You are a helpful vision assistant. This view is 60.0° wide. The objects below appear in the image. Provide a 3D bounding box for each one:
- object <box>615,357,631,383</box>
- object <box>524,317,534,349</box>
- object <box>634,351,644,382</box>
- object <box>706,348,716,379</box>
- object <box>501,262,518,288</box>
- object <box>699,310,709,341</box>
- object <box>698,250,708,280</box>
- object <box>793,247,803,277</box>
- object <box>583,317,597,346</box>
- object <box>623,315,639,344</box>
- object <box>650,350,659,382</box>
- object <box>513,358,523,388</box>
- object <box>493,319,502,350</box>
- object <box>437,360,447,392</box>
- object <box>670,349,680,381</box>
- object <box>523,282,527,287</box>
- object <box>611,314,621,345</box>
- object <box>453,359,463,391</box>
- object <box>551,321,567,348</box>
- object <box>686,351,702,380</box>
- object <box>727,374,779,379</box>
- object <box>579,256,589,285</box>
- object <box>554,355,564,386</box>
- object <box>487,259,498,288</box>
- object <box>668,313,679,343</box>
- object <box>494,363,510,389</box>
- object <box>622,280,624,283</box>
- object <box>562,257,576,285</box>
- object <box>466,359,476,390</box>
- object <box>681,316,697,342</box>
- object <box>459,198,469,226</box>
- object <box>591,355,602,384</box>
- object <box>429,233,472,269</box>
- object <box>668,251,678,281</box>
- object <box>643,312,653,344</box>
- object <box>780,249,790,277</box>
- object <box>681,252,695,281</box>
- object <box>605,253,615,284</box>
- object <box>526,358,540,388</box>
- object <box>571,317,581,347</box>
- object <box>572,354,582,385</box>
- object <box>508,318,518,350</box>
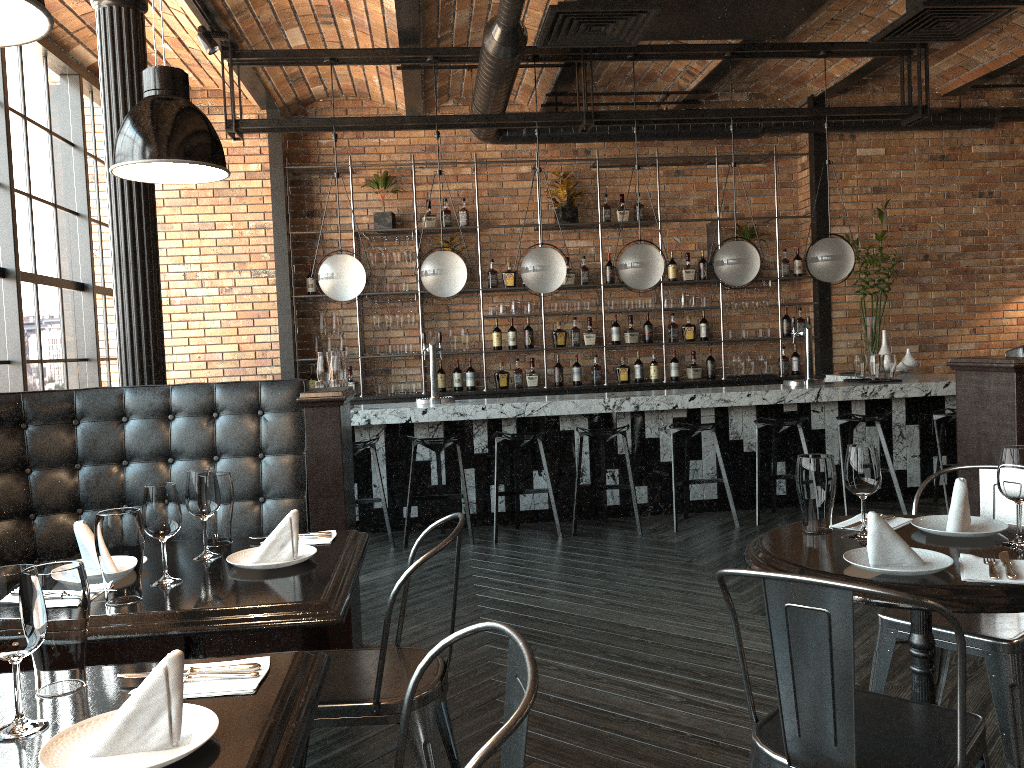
[{"bbox_3d":[1.059,-0.132,8.440,0.151,0.248,0.094,-2,2,4],"label":"object"},{"bbox_3d":[0.157,-0.479,8.347,0.086,0.297,0.086,0,3,44],"label":"object"},{"bbox_3d":[1.210,-0.165,8.467,0.086,0.298,0.086,0,3,44],"label":"object"},{"bbox_3d":[1.908,-0.200,8.520,0.086,0.299,0.086,0,3,44],"label":"object"},{"bbox_3d":[-0.023,-1.015,8.306,0.151,0.248,0.094,-3,2,-1],"label":"object"},{"bbox_3d":[1.843,-0.559,8.510,0.086,0.298,0.086,0,3,44],"label":"object"},{"bbox_3d":[1.826,-1.130,8.475,0.086,0.297,0.086,0,3,44],"label":"object"},{"bbox_3d":[2.767,-1.176,8.585,0.086,0.298,0.086,-5,3,-41],"label":"object"},{"bbox_3d":[0.738,-0.495,8.383,0.123,0.279,0.123,-2,3,8],"label":"object"},{"bbox_3d":[1.130,-0.514,8.419,0.123,0.279,0.123,-3,3,-16],"label":"object"},{"bbox_3d":[1.357,-0.171,8.466,0.080,0.299,0.080,-3,2,-3],"label":"object"},{"bbox_3d":[0.057,-0.102,8.350,0.083,0.282,0.083,-3,2,-5],"label":"object"},{"bbox_3d":[-0.139,-0.464,8.323,0.086,0.299,0.086,0,3,44],"label":"object"},{"bbox_3d":[-0.662,-0.076,8.290,0.086,0.299,0.086,0,3,44],"label":"object"},{"bbox_3d":[1.559,-0.183,8.492,0.086,0.298,0.086,0,3,44],"label":"object"},{"bbox_3d":[0.146,-1.049,8.334,0.086,0.298,0.086,0,3,44],"label":"object"},{"bbox_3d":[0.988,-0.519,8.427,0.086,0.298,0.086,0,3,44],"label":"object"},{"bbox_3d":[-0.507,-0.085,8.330,0.086,0.298,0.086,0,3,44],"label":"object"},{"bbox_3d":[0.446,-0.466,8.370,0.151,0.248,0.094,-3,3,-16],"label":"object"},{"bbox_3d":[1.742,-0.180,8.488,0.123,0.279,0.123,-3,3,-16],"label":"object"},{"bbox_3d":[2.300,-0.075,8.502,0.437,0.019,0.273,-3,2,-5],"label":"object"},{"bbox_3d":[0.681,-1.067,8.369,0.083,0.282,0.083,-3,2,-5],"label":"object"},{"bbox_3d":[0.439,-0.128,8.359,0.086,0.297,0.086,-1,3,29],"label":"object"},{"bbox_3d":[-0.183,-1.025,8.291,0.083,0.282,0.083,-3,3,-20],"label":"object"},{"bbox_3d":[1.539,-0.537,8.469,0.083,0.282,0.083,-3,3,-20],"label":"object"},{"bbox_3d":[-0.096,-0.077,8.336,0.151,0.248,0.094,-3,3,-16],"label":"object"},{"bbox_3d":[1.086,-1.096,8.437,0.086,0.298,0.086,0,3,44],"label":"object"},{"bbox_3d":[0.522,-1.056,8.341,0.123,0.279,0.123,-3,3,-16],"label":"object"},{"bbox_3d":[-0.387,-0.090,8.317,0.086,0.298,0.086,0,3,44],"label":"object"},{"bbox_3d":[1.692,-0.526,8.483,0.151,0.248,0.094,-2,2,4],"label":"object"},{"bbox_3d":[-0.446,-1.586,8.245,0.083,0.282,0.083,-2,3,10],"label":"object"},{"bbox_3d":[0.799,-0.138,8.417,0.083,0.282,0.083,-3,3,-20],"label":"object"},{"bbox_3d":[-0.567,-1.126,8.224,0.430,0.526,0.425,-2,2,7],"label":"object"},{"bbox_3d":[1.530,-1.115,8.452,0.086,0.299,0.086,0,3,44],"label":"object"},{"bbox_3d":[1.297,-0.534,8.450,0.086,0.299,0.086,0,3,44],"label":"object"},{"bbox_3d":[2.631,-1.160,8.545,0.083,0.282,0.083,-2,3,10],"label":"object"},{"bbox_3d":[1.678,-1.111,8.446,0.123,0.279,0.123,-2,2,3],"label":"object"},{"bbox_3d":[0.925,-1.087,8.394,0.086,0.299,0.086,0,3,44],"label":"object"},{"bbox_3d":[0.196,-0.106,8.348,0.123,0.279,0.123,-2,3,8],"label":"object"},{"bbox_3d":[0.599,-0.492,8.384,0.083,0.282,0.083,-3,2,-5],"label":"object"},{"bbox_3d":[0.616,-0.138,8.407,0.086,0.298,0.086,0,3,44],"label":"object"},{"bbox_3d":[0.004,-0.473,8.361,0.086,0.298,0.086,0,3,44],"label":"object"}]
